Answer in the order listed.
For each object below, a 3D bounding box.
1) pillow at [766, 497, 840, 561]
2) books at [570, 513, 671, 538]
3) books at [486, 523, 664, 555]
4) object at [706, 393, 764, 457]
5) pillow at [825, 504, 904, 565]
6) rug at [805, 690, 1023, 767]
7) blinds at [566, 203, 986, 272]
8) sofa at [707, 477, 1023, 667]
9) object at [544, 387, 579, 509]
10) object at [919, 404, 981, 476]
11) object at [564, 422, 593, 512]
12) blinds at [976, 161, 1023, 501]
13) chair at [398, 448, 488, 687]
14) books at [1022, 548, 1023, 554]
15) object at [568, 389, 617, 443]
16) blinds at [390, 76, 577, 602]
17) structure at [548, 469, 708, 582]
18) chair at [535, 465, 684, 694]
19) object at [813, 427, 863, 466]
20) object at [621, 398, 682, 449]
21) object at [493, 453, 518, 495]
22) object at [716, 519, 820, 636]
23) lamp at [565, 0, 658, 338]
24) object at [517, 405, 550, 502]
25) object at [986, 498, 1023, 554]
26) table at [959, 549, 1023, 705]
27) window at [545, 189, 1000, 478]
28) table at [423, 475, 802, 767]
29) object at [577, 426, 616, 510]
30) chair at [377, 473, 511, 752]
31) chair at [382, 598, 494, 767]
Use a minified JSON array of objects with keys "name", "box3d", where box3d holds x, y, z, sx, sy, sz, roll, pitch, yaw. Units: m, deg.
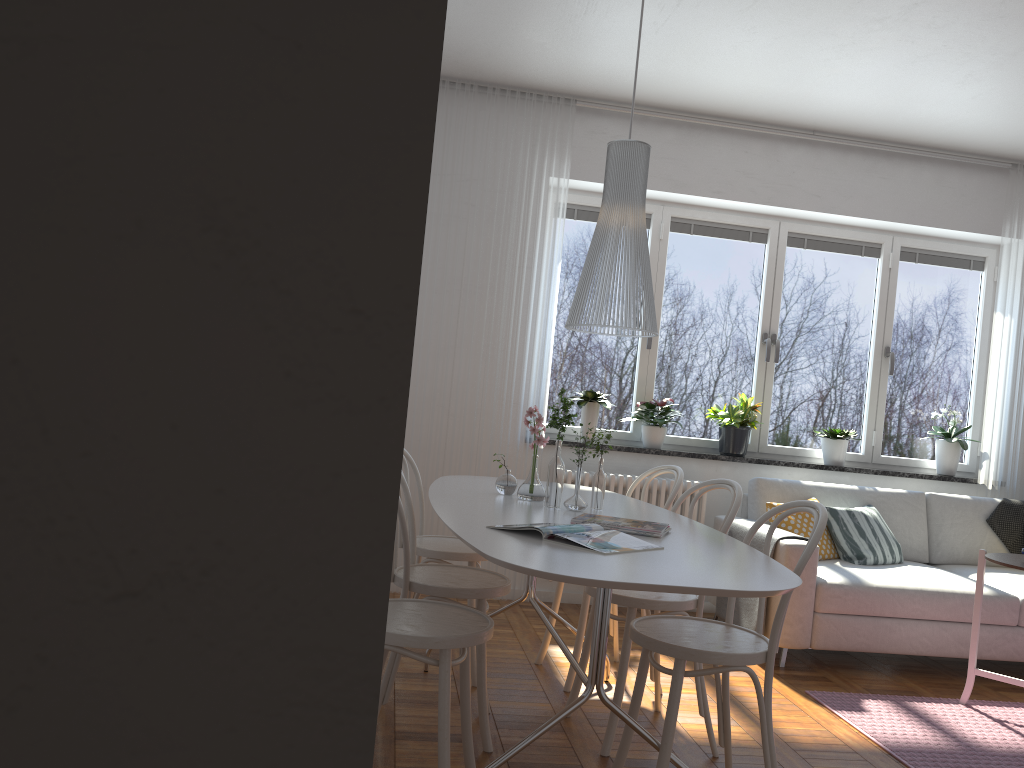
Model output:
[{"name":"pillow","box3d":[1.572,0.776,4.749,0.465,0.318,0.312,6,-1,-40]},{"name":"books","box3d":[0.331,0.428,2.689,0.278,0.022,0.204,5,-1,19]},{"name":"books","box3d":[0.168,0.401,2.395,0.405,0.029,0.266,4,-2,42]},{"name":"object","box3d":[1.338,0.241,5.350,0.333,0.384,0.299,5,-1,8]},{"name":"pillow","box3d":[1.904,0.807,4.778,0.470,0.288,0.309,6,-1,-37]},{"name":"rug","box3d":[2.634,1.439,2.824,2.458,0.008,2.366,6,-1,-8]},{"name":"blinds","box3d":[1.660,-0.913,5.560,2.845,0.098,0.015,6,0,-8]},{"name":"sofa","box3d":[2.409,1.042,4.778,2.462,0.843,1.004,6,-1,-8]},{"name":"object","box3d":[0.164,0.221,3.088,0.107,0.419,0.110,6,0,-19]},{"name":"object","box3d":[2.737,0.354,5.612,0.286,0.444,0.340,6,-1,-19]},{"name":"object","box3d":[0.231,0.282,3.037,0.084,0.308,0.084,5,0,37]},{"name":"blinds","box3d":[3.545,0.136,5.506,1.293,2.886,0.055,6,0,-8]},{"name":"chair","box3d":[-0.315,0.711,3.684,0.520,0.917,0.448,6,0,-3]},{"name":"books","box3d":[2.206,0.704,3.629,0.136,0.024,0.175,6,-1,-3]},{"name":"object","box3d":[0.469,0.188,5.206,0.292,0.315,0.354,6,-1,-16]},{"name":"blinds","box3d":[-0.270,-0.248,4.990,1.038,2.886,0.055,6,0,-8]},{"name":"structure","box3d":[0.644,0.829,5.079,0.972,0.623,0.224,6,0,-8]},{"name":"chair","box3d":[1.913,0.730,4.365,3.697,1.342,0.447,6,-1,-22]},{"name":"object","box3d":[1.993,0.382,5.459,0.267,0.237,0.283,6,-1,-26]},{"name":"object","box3d":[0.854,0.231,5.313,0.380,0.308,0.370,6,-1,-33]},{"name":"object","box3d":[-0.028,0.343,3.365,0.112,0.151,0.087,5,-1,15]},{"name":"object","box3d":[1.288,0.994,4.533,0.288,0.533,0.608,6,-1,-8]},{"name":"lamp","box3d":[0.383,-0.908,2.777,0.292,1.496,0.293,5,0,37]},{"name":"object","box3d":[0.088,0.253,3.254,0.111,0.348,0.108,6,-1,-38]},{"name":"object","box3d":[3.249,1.028,5.123,0.979,0.648,0.676,6,-1,-38]},{"name":"table","box3d":[2.246,1.077,3.617,0.618,0.687,0.618,6,-1,-9]},{"name":"window","box3d":[1.605,-0.294,5.522,3.021,1.510,0.151,6,0,-8]},{"name":"table","box3d":[0.152,0.814,2.979,0.932,0.770,2.289,6,-1,-8]},{"name":"object","box3d":[0.308,0.300,3.183,0.146,0.294,0.098,5,0,26]},{"name":"chair","box3d":[-0.268,0.700,3.027,0.520,0.917,0.447,6,-1,-8]},{"name":"chair","box3d":[-0.311,0.683,2.441,0.520,0.917,0.448,6,0,2]}]
